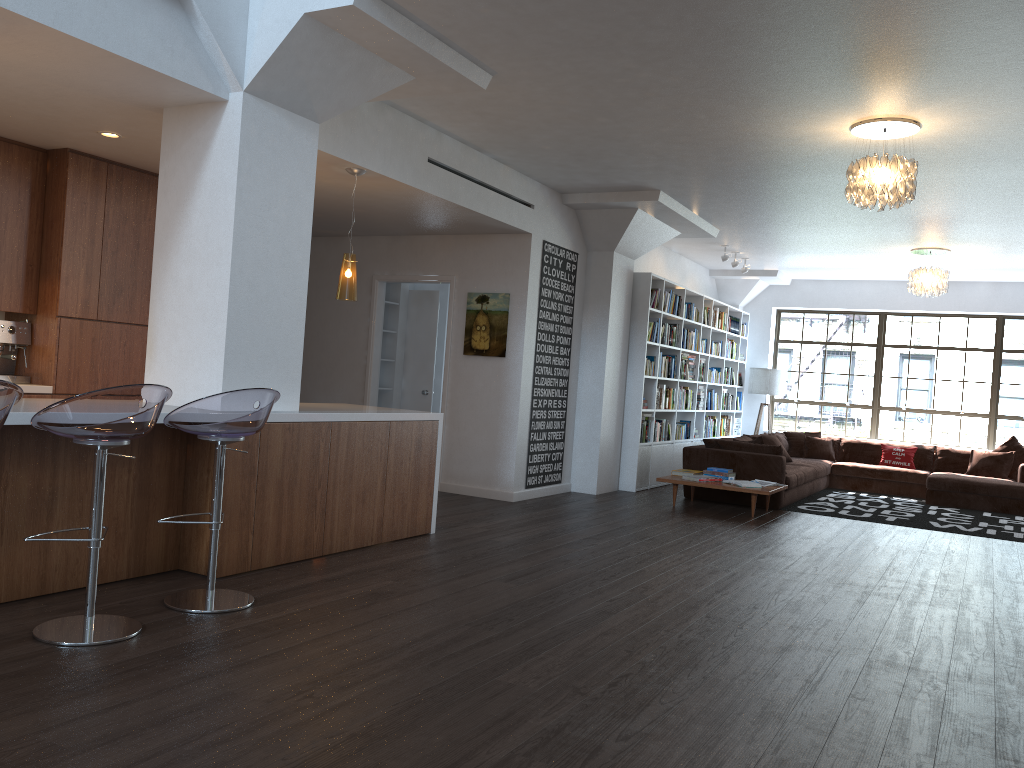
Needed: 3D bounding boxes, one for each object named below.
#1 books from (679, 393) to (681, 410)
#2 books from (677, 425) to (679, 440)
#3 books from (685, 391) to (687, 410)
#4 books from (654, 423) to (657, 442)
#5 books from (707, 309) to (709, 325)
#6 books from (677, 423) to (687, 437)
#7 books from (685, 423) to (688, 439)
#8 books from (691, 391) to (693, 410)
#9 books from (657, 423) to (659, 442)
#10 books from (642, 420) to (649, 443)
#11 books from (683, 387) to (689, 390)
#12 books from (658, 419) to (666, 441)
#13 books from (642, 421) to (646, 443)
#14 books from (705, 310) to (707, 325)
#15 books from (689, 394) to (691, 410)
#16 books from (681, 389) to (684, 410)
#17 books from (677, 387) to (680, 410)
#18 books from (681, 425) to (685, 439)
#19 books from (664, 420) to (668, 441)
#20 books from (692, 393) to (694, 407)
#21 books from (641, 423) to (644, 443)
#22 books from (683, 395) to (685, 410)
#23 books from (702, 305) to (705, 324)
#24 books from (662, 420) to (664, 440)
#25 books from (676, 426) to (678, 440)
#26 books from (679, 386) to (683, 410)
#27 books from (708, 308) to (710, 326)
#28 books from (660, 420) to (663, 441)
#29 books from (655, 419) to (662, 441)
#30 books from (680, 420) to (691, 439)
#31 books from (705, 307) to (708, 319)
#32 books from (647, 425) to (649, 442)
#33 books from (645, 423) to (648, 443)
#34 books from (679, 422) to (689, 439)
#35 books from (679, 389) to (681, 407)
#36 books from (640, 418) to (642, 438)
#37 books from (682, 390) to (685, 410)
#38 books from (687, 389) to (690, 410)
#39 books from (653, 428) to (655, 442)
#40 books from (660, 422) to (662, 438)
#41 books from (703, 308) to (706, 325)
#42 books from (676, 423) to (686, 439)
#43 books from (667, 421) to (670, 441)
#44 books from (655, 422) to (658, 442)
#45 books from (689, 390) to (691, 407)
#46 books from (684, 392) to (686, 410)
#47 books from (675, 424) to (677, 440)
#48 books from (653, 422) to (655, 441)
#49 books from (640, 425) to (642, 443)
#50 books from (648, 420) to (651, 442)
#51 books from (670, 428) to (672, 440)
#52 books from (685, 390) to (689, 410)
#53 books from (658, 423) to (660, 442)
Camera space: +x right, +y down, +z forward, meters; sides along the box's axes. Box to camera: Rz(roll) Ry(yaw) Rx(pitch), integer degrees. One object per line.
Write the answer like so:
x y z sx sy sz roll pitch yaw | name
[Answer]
2.016 0.201 11.019 0.161 0.223 0.026 4 0 28 | books
2.013 0.599 11.097 0.134 0.184 0.030 4 0 28 | books
2.118 0.199 11.235 0.174 0.240 0.045 4 0 28 | books
1.595 0.554 10.306 0.161 0.223 0.032 4 0 28 | books
2.552 -0.889 11.869 0.161 0.223 0.032 4 0 28 | books
2.154 0.599 11.351 0.146 0.202 0.027 4 0 28 | books
2.174 0.601 11.371 0.146 0.202 0.027 4 0 28 | books
2.239 0.207 11.464 0.174 0.240 0.045 4 0 28 | books
1.633 0.556 10.384 0.161 0.223 0.033 4 0 28 | books
1.452 0.530 10.059 0.183 0.253 0.042 4 0 28 | books
2.157 0.176 11.299 0.176 0.290 0.036 4 0 28 | books
1.733 0.544 10.582 0.180 0.259 0.042 4 0 28 | books
1.407 0.534 9.955 0.174 0.240 0.054 4 0 28 | books
2.500 -0.883 11.770 0.161 0.207 0.130 4 0 28 | books
2.213 0.214 11.399 0.161 0.223 0.027 4 0 28 | books
2.049 0.188 11.095 0.183 0.253 0.034 4 0 28 | books
1.970 0.168 10.964 0.198 0.284 0.066 4 0 28 | books
2.131 0.610 11.293 0.128 0.178 0.021 4 0 28 | books
1.779 0.550 10.655 0.183 0.253 0.042 4 0 28 | books
2.265 0.217 11.490 0.161 0.223 0.026 4 0 28 | books
1.385 0.541 9.917 0.161 0.223 0.032 4 0 28 | books
2.087 0.194 11.164 0.171 0.246 0.057 4 0 28 | books
2.429 -0.911 11.648 0.183 0.253 0.042 4 0 28 | books
1.716 0.548 10.546 0.160 0.251 0.039 4 0 28 | books
1.998 0.602 11.051 0.128 0.178 0.022 4 0 28 | books
2.029 0.168 11.058 0.176 0.290 0.053 4 0 28 | books
2.565 -0.901 11.903 0.160 0.251 0.039 4 0 28 | books
1.699 0.549 10.510 0.171 0.246 0.039 4 0 28 | books
1.662 0.541 10.447 0.183 0.253 0.042 4 0 28 | books
2.247 0.590 11.521 0.140 0.231 0.042 4 0 28 | books
2.531 -0.904 11.846 0.160 0.251 0.031 4 0 28 | books
1.470 0.546 10.090 0.161 0.223 0.033 4 0 28 | books
1.446 0.545 10.019 0.161 0.223 0.032 4 0 28 | books
2.209 0.603 11.445 0.146 0.202 0.027 4 0 28 | books
2.003 0.187 10.998 0.160 0.250 0.026 4 0 28 | books
1.338 0.507 9.863 0.198 0.284 0.049 4 0 28 | books
2.068 0.189 11.123 0.183 0.253 0.034 4 0 28 | books
2.180 0.193 11.340 0.180 0.259 0.060 4 0 28 | books
1.573 0.539 10.283 0.160 0.251 0.031 4 0 28 | books
1.680 0.559 10.479 0.161 0.223 0.033 4 0 28 | books
2.469 -0.900 11.725 0.174 0.236 0.136 4 0 28 | books
2.143 0.604 11.320 0.139 0.191 0.036 4 0 28 | books
1.820 0.562 10.735 0.174 0.236 0.142 4 0 28 | books
1.607 0.550 10.349 0.176 0.231 0.053 4 0 28 | books
2.203 0.199 11.376 0.160 0.250 0.026 4 0 28 | books
2.108 0.207 11.200 0.161 0.223 0.027 4 0 28 | books
1.968 0.590 11.006 0.136 0.196 0.045 4 0 28 | books
1.547 0.520 10.251 0.198 0.284 0.049 4 0 28 | books
1.363 0.526 9.894 0.160 0.251 0.031 4 0 28 | books
1.492 0.533 10.131 0.180 0.251 0.048 4 0 28 | books
1.853 0.579 10.781 0.161 0.207 0.135 4 0 28 | books
2.147 0.194 11.264 0.183 0.253 0.034 4 0 28 | books
1.652 0.566 10.410 0.161 0.223 0.030 4 0 28 | books
